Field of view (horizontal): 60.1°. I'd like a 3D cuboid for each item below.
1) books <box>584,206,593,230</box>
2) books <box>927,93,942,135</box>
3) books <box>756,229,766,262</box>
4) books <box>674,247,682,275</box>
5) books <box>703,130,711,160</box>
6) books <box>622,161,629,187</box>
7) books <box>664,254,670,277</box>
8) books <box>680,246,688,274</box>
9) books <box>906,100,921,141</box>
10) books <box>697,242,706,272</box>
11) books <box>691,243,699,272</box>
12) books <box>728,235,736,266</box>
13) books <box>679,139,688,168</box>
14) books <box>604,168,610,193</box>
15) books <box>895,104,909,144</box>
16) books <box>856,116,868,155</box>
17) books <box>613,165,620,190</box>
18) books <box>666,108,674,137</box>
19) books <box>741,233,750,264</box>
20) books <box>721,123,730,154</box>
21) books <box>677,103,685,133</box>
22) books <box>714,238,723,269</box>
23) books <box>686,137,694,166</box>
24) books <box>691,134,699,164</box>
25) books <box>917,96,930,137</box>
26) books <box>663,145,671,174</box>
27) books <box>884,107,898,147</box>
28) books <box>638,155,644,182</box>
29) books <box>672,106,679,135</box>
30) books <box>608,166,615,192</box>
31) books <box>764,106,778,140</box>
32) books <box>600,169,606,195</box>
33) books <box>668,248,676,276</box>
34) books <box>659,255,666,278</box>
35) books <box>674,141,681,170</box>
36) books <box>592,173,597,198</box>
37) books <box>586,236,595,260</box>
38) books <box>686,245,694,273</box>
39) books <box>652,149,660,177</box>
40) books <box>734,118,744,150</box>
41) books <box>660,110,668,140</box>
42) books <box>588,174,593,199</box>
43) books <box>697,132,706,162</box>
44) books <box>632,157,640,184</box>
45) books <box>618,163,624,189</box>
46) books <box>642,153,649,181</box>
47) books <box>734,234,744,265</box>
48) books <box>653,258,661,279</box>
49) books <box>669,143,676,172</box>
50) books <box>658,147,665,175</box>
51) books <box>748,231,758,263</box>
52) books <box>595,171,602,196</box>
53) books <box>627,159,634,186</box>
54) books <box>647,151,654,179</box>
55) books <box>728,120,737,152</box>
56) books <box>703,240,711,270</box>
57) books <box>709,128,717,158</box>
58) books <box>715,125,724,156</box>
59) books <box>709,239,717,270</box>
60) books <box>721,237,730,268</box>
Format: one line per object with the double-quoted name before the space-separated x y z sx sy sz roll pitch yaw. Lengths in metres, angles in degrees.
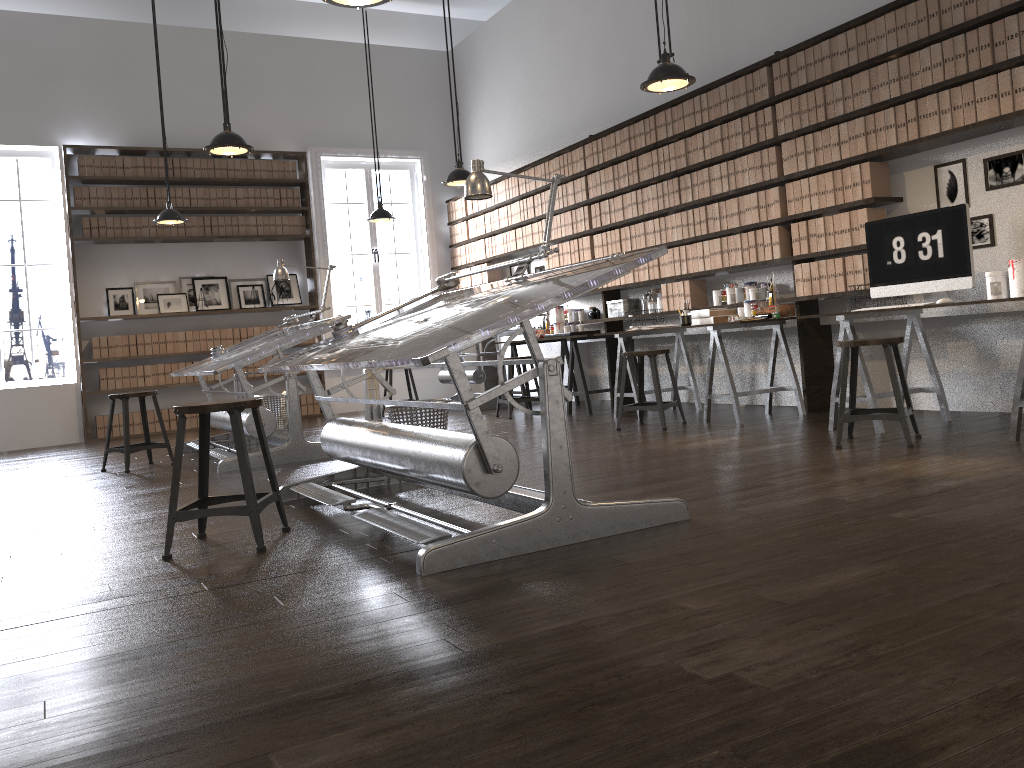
"books" 0.762 -1.531 8.180 0.175 0.226 0.066 -5 0 -28
"books" 2.442 -1.523 5.015 0.175 0.226 0.066 -5 0 -28
"books" 1.823 -0.981 6.272 0.175 0.225 0.066 -5 0 -28
"books" 1.387 -0.982 7.074 0.175 0.226 0.066 -5 0 -28
"books" 1.539 -1.795 6.676 0.175 0.225 0.066 -5 0 -28
"books" 1.043 -1.797 7.603 0.175 0.226 0.066 -5 0 -28
"books" 1.327 -0.983 7.196 0.175 0.225 0.066 -5 0 -28
"books" 1.424 -0.982 7.012 0.175 0.226 0.066 -5 0 -28
"books" 2.378 -1.523 5.139 0.175 0.226 0.067 -5 0 -28
"books" 1.521 -0.982 6.826 0.175 0.226 0.067 -5 0 -28
"books" 1.492 -0.982 6.890 0.175 0.226 0.066 -5 0 -28
"books" 1.686 -0.981 6.528 0.175 0.226 0.066 -5 0 -28
"books" 1.404 -1.795 6.923 0.175 0.226 0.067 -5 0 -28
"books" 0.916 -1.798 7.848 0.175 0.225 0.066 -5 0 -28
"books" 2.347 -1.524 5.208 0.175 0.226 0.066 -5 0 -28
"books" 2.210 -1.524 5.452 0.175 0.226 0.067 -5 0 -28
"books" 0.980 -1.797 7.730 0.175 0.226 0.066 -5 0 -28
"books" 1.319 -2.072 7.047 0.175 0.226 0.066 -5 0 -28
"books" 1.753 -0.981 6.403 0.175 0.226 0.066 -5 0 -28
"books" 1.634 -1.795 6.504 0.175 0.226 0.066 -5 0 -28
"books" 1.387 -2.072 6.925 0.175 0.226 0.066 -5 0 -28
"books" 1.615 -0.981 6.647 0.175 0.226 0.067 -5 0 -28
"books" 1.443 -1.796 6.865 0.175 0.226 0.066 -5 0 -28
"books" 1.474 -1.795 6.803 0.175 0.226 0.066 -5 0 -28
"books" 2.418 -1.523 5.076 0.175 0.225 0.066 -5 0 -28
"books" 1.310 -1.796 7.102 0.175 0.226 0.067 -5 0 -28
"books" 2.310 -1.524 5.268 0.175 0.226 0.066 -5 0 -28
"books" 1.151 -1.797 7.411 0.175 0.225 0.066 -5 0 -28
"books" 1.356 -2.072 6.987 0.175 0.226 0.066 -5 0 -28
"books" 0.943 -1.797 7.787 0.175 0.226 0.067 -5 0 -28
"books" 1.839 -1.794 6.117 0.175 0.225 0.066 -5 0 -28
"books" 0.885 -1.797 7.902 0.175 0.225 0.066 -5 0 -28
"books" 1.353 -0.982 7.138 0.175 0.226 0.067 -5 0 -28
"books" 1.299 -0.983 7.255 0.175 0.225 0.066 -5 0 -28
"books" 1.377 -1.796 6.984 0.175 0.225 0.066 -5 0 -28
"books" 0.820 -1.798 8.029 0.175 0.226 0.066 -5 0 -28
"books" 0.780 -1.254 8.172 0.175 0.226 0.067 -5 0 -28
"books" 1.461 -0.982 6.952 0.175 0.226 0.066 -5 0 -28
"books" 1.239 -1.796 7.231 0.175 0.226 0.066 -5 0 -28
"books" 1.697 -1.794 6.377 0.175 0.226 0.066 -5 0 -28
"books" 1.282 -2.072 7.109 0.175 0.226 0.066 -5 0 -28
"books" 0.789 -1.798 8.092 0.175 0.226 0.066 -5 0 -28
"books" 1.504 -1.795 6.739 0.175 0.226 0.067 -5 0 -28
"books" 1.111 -1.796 7.474 0.175 0.226 0.067 -5 0 -28
"books" 1.014 -1.797 7.667 0.175 0.226 0.066 -5 0 -28
"books" 1.180 -1.796 7.352 0.175 0.225 0.066 -5 0 -28
"books" 1.715 -0.981 6.464 0.175 0.226 0.066 -5 0 -28
"books" 1.259 -0.983 7.317 0.175 0.226 0.067 -5 0 -28
"books" 1.346 -1.796 7.039 0.175 0.225 0.066 -5 0 -28
"books" 1.277 -1.796 7.169 0.175 0.226 0.066 -5 0 -28
"books" 1.783 -0.981 6.335 0.175 0.226 0.067 -5 0 -28
"books" 0.849 -1.798 7.965 0.175 0.226 0.067 -5 0 -28
"books" 1.081 -1.797 7.543 0.175 0.226 0.066 -5 0 -28
"books" 1.205 -1.796 7.295 0.175 0.226 0.067 -5 0 -28
"books" 1.668 -1.795 6.441 0.175 0.226 0.066 -5 0 -28
"books" 1.557 -0.982 6.763 0.175 0.225 0.066 -5 0 -28
"books" 1.570 -1.795 6.621 0.175 0.225 0.066 -5 0 -28
"books" 1.598 -1.794 6.560 0.175 0.226 0.067 -5 0 -28
"books" 1.588 -0.982 6.709 0.175 0.225 0.066 -5 0 -28
"books" 1.652 -0.982 6.591 0.175 0.226 0.066 -5 0 -28
